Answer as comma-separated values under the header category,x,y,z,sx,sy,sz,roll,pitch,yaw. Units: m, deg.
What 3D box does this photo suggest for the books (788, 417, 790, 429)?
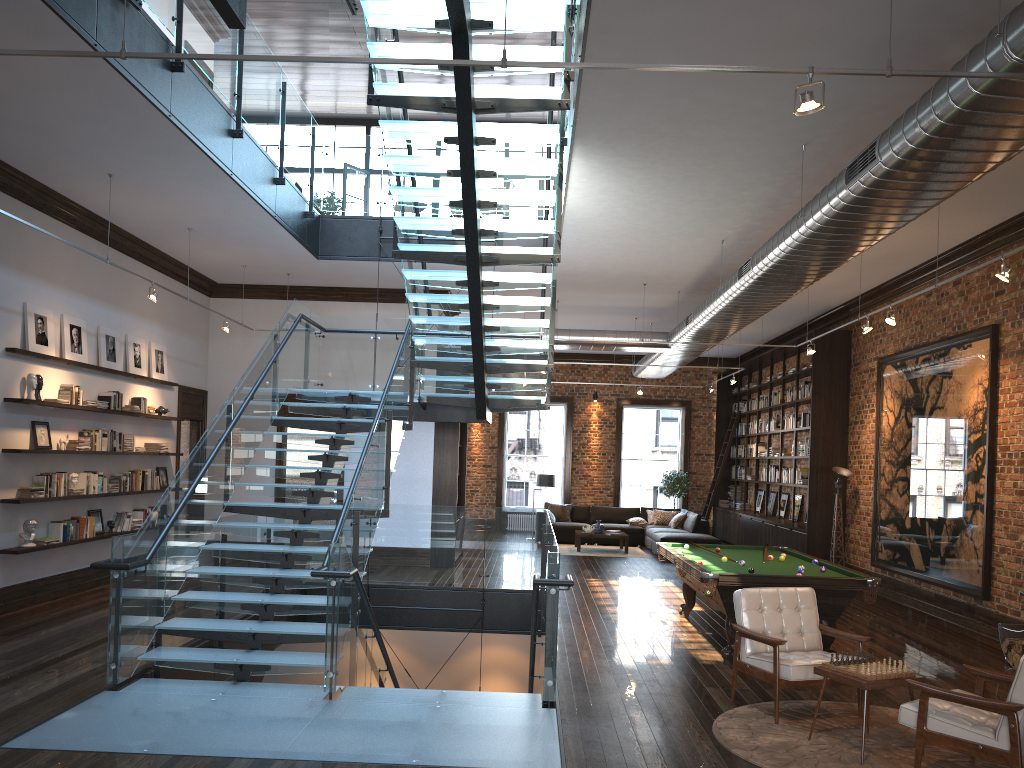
category,x,y,z,sx,sy,sz,roll,pitch,yaw
books,5.310,0.754,16.799,0.160,0.241,0.031,2,0,1

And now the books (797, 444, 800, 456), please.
category,x,y,z,sx,sy,sz,roll,pitch,yaw
books,5.271,1.210,16.158,0.184,0.221,0.033,2,0,1

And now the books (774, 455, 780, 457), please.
category,x,y,z,sx,sy,sz,roll,pitch,yaw
books,5.290,1.416,17.438,0.204,0.035,0.268,2,-5,2

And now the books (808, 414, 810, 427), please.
category,x,y,z,sx,sy,sz,roll,pitch,yaw
books,5.268,0.639,15.472,0.189,0.240,0.016,2,0,1

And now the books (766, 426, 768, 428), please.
category,x,y,z,sx,sy,sz,roll,pitch,yaw
books,5.354,0.884,18.278,0.161,0.025,0.299,2,-5,-2

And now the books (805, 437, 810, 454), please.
category,x,y,z,sx,sy,sz,roll,pitch,yaw
books,5.262,1.107,15.654,0.180,0.339,0.013,2,0,1

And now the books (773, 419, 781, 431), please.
category,x,y,z,sx,sy,sz,roll,pitch,yaw
books,5.312,0.826,17.576,0.272,0.241,0.083,2,-1,1

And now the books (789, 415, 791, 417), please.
category,x,y,z,sx,sy,sz,roll,pitch,yaw
books,5.329,0.731,16.841,0.138,0.296,0.024,2,0,1

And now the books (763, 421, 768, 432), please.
category,x,y,z,sx,sy,sz,roll,pitch,yaw
books,5.339,0.896,18.466,0.191,0.249,0.024,2,0,1

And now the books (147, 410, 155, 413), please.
category,x,y,z,sx,sy,sz,roll,pitch,yaw
books,-4.895,0.365,11.880,0.154,0.028,0.191,2,-5,-4

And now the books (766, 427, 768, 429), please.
category,x,y,z,sx,sy,sz,roll,pitch,yaw
books,5.350,0.908,18.278,0.159,0.024,0.336,1,-5,6

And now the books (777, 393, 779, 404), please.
category,x,y,z,sx,sy,sz,roll,pitch,yaw
books,5.327,0.310,17.494,0.191,0.239,0.008,2,0,1

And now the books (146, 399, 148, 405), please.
category,x,y,z,sx,sy,sz,roll,pitch,yaw
books,-4.902,0.297,11.735,0.152,0.195,0.013,2,0,1

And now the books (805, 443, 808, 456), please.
category,x,y,z,sx,sy,sz,roll,pitch,yaw
books,5.268,1.157,15.629,0.179,0.236,0.036,2,0,1

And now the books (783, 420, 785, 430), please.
category,x,y,z,sx,sy,sz,roll,pitch,yaw
books,5.302,0.792,17.051,0.223,0.209,0.064,2,0,1

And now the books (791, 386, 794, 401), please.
category,x,y,z,sx,sy,sz,roll,pitch,yaw
books,5.306,0.196,16.538,0.183,0.299,0.018,2,0,1

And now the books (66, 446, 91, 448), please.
category,x,y,z,sx,sy,sz,roll,pitch,yaw
books,-4.954,0.723,10.127,0.141,0.011,0.289,1,-5,6

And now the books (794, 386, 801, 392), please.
category,x,y,z,sx,sy,sz,roll,pitch,yaw
books,5.318,0.186,16.402,0.188,0.297,0.015,2,0,1

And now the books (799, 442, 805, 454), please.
category,x,y,z,sx,sy,sz,roll,pitch,yaw
books,5.301,1.185,16.124,0.137,0.267,0.034,2,0,1

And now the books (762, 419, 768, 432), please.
category,x,y,z,sx,sy,sz,roll,pitch,yaw
books,5.356,0.884,18.637,0.175,0.302,0.067,2,0,1

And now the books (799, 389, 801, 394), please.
category,x,y,z,sx,sy,sz,roll,pitch,yaw
books,5.311,0.199,16.113,0.172,0.219,0.027,2,0,1

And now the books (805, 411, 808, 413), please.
category,x,y,z,sx,sy,sz,roll,pitch,yaw
books,5.295,0.639,15.794,0.162,0.296,0.012,2,0,1

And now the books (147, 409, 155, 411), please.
category,x,y,z,sx,sy,sz,roll,pitch,yaw
books,-4.899,0.346,11.886,0.159,0.011,0.184,2,-5,1

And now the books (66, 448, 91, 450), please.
category,x,y,z,sx,sy,sz,roll,pitch,yaw
books,-4.955,0.744,10.126,0.141,0.011,0.289,1,-5,6

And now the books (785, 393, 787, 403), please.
category,x,y,z,sx,sy,sz,roll,pitch,yaw
books,5.322,0.278,16.932,0.183,0.206,0.053,2,0,1

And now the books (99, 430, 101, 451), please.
category,x,y,z,sx,sy,sz,roll,pitch,yaw
books,-4.940,0.665,10.470,0.167,0.251,0.022,2,0,1

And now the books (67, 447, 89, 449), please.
category,x,y,z,sx,sy,sz,roll,pitch,yaw
books,-4.955,0.734,10.127,0.142,0.011,0.258,2,-5,-3

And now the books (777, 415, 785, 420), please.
category,x,y,z,sx,sy,sz,roll,pitch,yaw
books,5.339,0.781,17.637,0.155,0.334,0.014,2,0,1

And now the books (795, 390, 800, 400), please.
category,x,y,z,sx,sy,sz,roll,pitch,yaw
books,5.313,0.226,16.337,0.188,0.208,0.052,2,0,1

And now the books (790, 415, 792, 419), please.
category,x,y,z,sx,sy,sz,roll,pitch,yaw
books,5.327,0.727,16.727,0.154,0.284,0.015,2,0,1

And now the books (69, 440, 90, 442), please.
category,x,y,z,sx,sy,sz,roll,pitch,yaw
books,-4.952,0.648,10.126,0.141,0.011,0.289,2,-5,-3

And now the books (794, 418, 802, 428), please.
category,x,y,z,sx,sy,sz,roll,pitch,yaw
books,5.303,0.734,16.387,0.182,0.218,0.051,2,0,1

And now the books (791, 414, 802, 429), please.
category,x,y,z,sx,sy,sz,roll,pitch,yaw
books,5.295,0.705,16.495,0.183,0.285,0.034,2,0,1

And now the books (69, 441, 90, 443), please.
category,x,y,z,sx,sy,sz,roll,pitch,yaw
books,-4.959,0.658,10.127,0.141,0.011,0.287,2,-5,3

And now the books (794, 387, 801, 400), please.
category,x,y,z,sx,sy,sz,roll,pitch,yaw
books,5.311,0.194,16.391,0.180,0.278,0.009,2,0,1

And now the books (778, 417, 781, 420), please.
category,x,y,z,sx,sy,sz,roll,pitch,yaw
books,5.355,0.798,17.623,0.133,0.299,0.012,2,0,1

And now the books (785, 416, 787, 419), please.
category,x,y,z,sx,sy,sz,roll,pitch,yaw
books,5.317,0.750,16.999,0.159,0.285,0.014,2,0,1

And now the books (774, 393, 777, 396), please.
category,x,y,z,sx,sy,sz,roll,pitch,yaw
books,5.339,0.318,17.770,0.180,0.270,0.011,2,0,1

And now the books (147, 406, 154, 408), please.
category,x,y,z,sx,sy,sz,roll,pitch,yaw
books,-4.895,0.303,11.855,0.135,0.014,0.216,2,-5,1

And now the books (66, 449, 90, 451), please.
category,x,y,z,sx,sy,sz,roll,pitch,yaw
books,-4.962,0.755,10.126,0.141,0.011,0.287,2,-5,3

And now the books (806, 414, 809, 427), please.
category,x,y,z,sx,sy,sz,roll,pitch,yaw
books,5.267,0.652,15.573,0.187,0.230,0.035,2,0,1

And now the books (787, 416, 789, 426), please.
category,x,y,z,sx,sy,sz,roll,pitch,yaw
books,5.314,0.747,16.871,0.166,0.268,0.011,2,0,1

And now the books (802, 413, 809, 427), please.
category,x,y,z,sx,sy,sz,roll,pitch,yaw
books,5.242,0.640,15.649,0.245,0.265,0.038,2,0,1

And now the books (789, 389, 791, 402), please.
category,x,y,z,sx,sy,sz,roll,pitch,yaw
books,5.311,0.230,16.690,0.185,0.258,0.032,2,0,1

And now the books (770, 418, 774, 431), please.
category,x,y,z,sx,sy,sz,roll,pitch,yaw
books,5.329,0.840,18.029,0.190,0.284,0.013,2,0,1

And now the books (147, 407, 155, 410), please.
category,x,y,z,sx,sy,sz,roll,pitch,yaw
books,-4.899,0.326,11.874,0.143,0.028,0.219,1,-5,6

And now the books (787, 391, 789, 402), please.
category,x,y,z,sx,sy,sz,roll,pitch,yaw
books,5.323,0.259,16.851,0.174,0.229,0.014,2,0,1

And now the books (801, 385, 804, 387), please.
category,x,y,z,sx,sy,sz,roll,pitch,yaw
books,5.317,0.159,16.083,0.150,0.294,0.032,2,0,1

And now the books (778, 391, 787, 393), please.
category,x,y,z,sx,sy,sz,roll,pitch,yaw
books,5.347,0.283,17.520,0.181,0.298,0.009,2,0,1

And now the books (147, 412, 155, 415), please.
category,x,y,z,sx,sy,sz,roll,pitch,yaw
books,-4.899,0.393,11.885,0.143,0.028,0.235,2,-5,1

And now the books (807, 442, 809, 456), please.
category,x,y,z,sx,sy,sz,roll,pitch,yaw
books,5.271,1.128,15.558,0.167,0.282,0.072,2,0,1

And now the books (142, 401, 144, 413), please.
category,x,y,z,sx,sy,sz,roll,pitch,yaw
books,-4.895,0.300,11.596,0.162,0.164,0.013,2,0,1

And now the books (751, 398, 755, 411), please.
category,x,y,z,sx,sy,sz,roll,pitch,yaw
books,5.389,0.467,19.624,0.163,0.297,0.029,2,0,1

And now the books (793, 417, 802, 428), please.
category,x,y,z,sx,sy,sz,roll,pitch,yaw
books,5.295,0.727,16.416,0.171,0.237,0.058,2,0,1

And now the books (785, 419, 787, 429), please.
category,x,y,z,sx,sy,sz,roll,pitch,yaw
books,5.304,0.781,16.921,0.181,0.208,0.030,2,0,1

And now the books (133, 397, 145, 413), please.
category,x,y,z,sx,sy,sz,roll,pitch,yaw
books,-4.896,0.282,11.642,0.161,0.208,0.012,2,0,1

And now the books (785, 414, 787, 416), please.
category,x,y,z,sx,sy,sz,roll,pitch,yaw
books,5.332,0.743,17.140,0.143,0.323,0.116,2,-1,1

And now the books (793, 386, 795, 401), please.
category,x,y,z,sx,sy,sz,roll,pitch,yaw
books,5.319,0.186,16.467,0.182,0.307,0.009,2,0,1

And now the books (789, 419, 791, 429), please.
category,x,y,z,sx,sy,sz,roll,pitch,yaw
books,5.296,0.757,16.653,0.181,0.209,0.024,2,0,1
